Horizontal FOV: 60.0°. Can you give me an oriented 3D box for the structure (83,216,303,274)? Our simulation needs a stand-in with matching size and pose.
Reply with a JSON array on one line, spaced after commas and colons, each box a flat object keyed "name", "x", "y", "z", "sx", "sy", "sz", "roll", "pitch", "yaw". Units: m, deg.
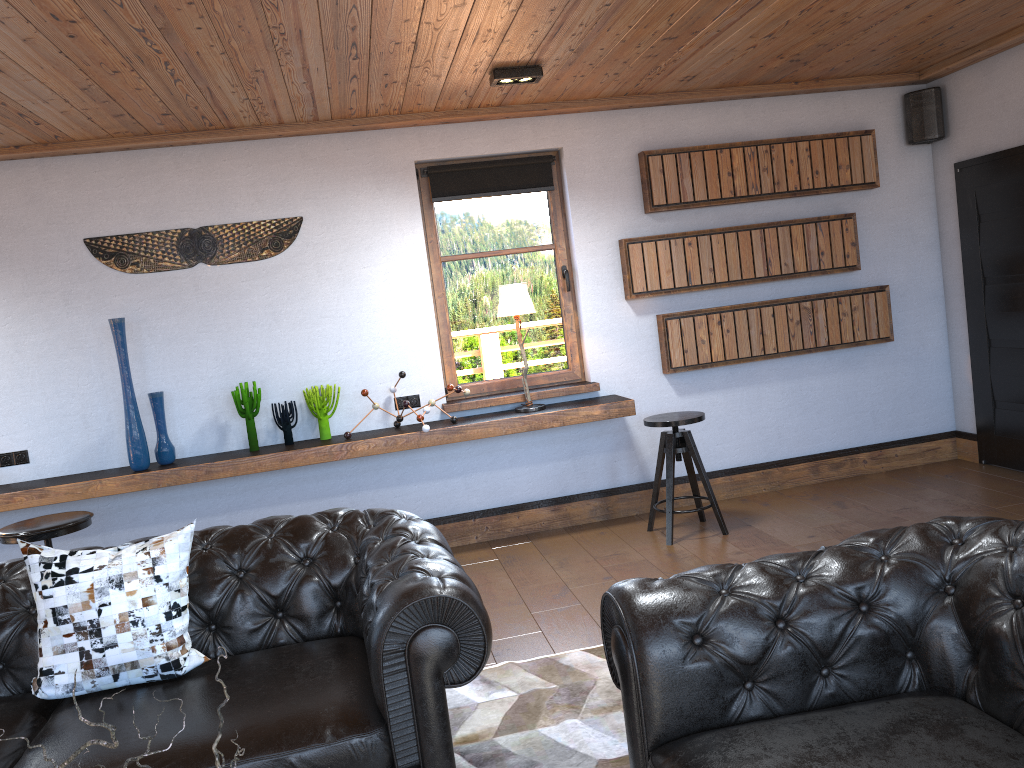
[{"name": "structure", "x": -1.857, "y": -0.810, "z": 5.228, "sx": 1.254, "sy": 0.239, "sz": 0.098, "roll": -8, "pitch": 5, "yaw": -11}]

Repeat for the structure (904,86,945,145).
[{"name": "structure", "x": 2.815, "y": -1.822, "z": 6.041, "sx": 0.214, "sy": 0.349, "sz": 0.213, "roll": -8, "pitch": 5, "yaw": -10}]

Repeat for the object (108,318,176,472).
[{"name": "object", "x": -2.099, "y": 0.049, "z": 5.032, "sx": 0.110, "sy": 0.861, "sz": 0.277, "roll": -4, "pitch": 6, "yaw": 36}]

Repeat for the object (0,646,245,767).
[{"name": "object", "x": -0.534, "y": 0.700, "z": 1.127, "sx": 0.620, "sy": 0.807, "sz": 0.407, "roll": -7, "pitch": 5, "yaw": 1}]

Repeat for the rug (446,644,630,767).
[{"name": "rug", "x": -0.717, "y": 1.354, "z": 2.349, "sx": 4.061, "sy": 0.053, "sz": 2.423, "roll": -8, "pitch": 5, "yaw": -10}]

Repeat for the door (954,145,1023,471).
[{"name": "door", "x": 3.200, "y": -0.437, "z": 5.578, "sx": 0.144, "sy": 2.053, "sz": 0.938, "roll": -8, "pitch": 5, "yaw": -9}]

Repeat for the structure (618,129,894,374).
[{"name": "structure", "x": 1.612, "y": -0.889, "z": 6.010, "sx": 1.861, "sy": 1.444, "sz": 0.319, "roll": -8, "pitch": 5, "yaw": -11}]

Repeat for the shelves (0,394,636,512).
[{"name": "shelves", "x": -2.548, "y": 0.508, "z": 5.083, "sx": 6.672, "sy": 0.988, "sz": 0.610, "roll": -8, "pitch": 5, "yaw": -10}]

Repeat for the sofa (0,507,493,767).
[{"name": "sofa", "x": -1.369, "y": 1.009, "z": 2.676, "sx": 2.578, "sy": 0.837, "sz": 1.234, "roll": -8, "pitch": 5, "yaw": -11}]

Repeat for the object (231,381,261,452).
[{"name": "object", "x": -1.543, "y": 0.194, "z": 5.217, "sx": 0.161, "sy": 0.410, "sz": 0.144, "roll": -11, "pitch": 6, "yaw": -41}]

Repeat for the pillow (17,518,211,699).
[{"name": "pillow", "x": -1.224, "y": 0.671, "z": 2.736, "sx": 0.530, "sy": 0.468, "sz": 0.282, "roll": -8, "pitch": 5, "yaw": -8}]

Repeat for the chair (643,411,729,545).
[{"name": "chair", "x": 1.006, "y": 0.549, "z": 5.289, "sx": 0.395, "sy": 0.720, "sz": 0.391, "roll": -8, "pitch": 5, "yaw": -10}]

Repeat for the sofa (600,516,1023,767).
[{"name": "sofa", "x": 1.051, "y": 0.844, "z": 1.187, "sx": 1.245, "sy": 0.837, "sz": 2.556, "roll": -8, "pitch": 5, "yaw": -10}]

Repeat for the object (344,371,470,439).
[{"name": "object", "x": -0.636, "y": 0.096, "z": 5.376, "sx": 0.642, "sy": 0.349, "sz": 0.525, "roll": -6, "pitch": 5, "yaw": 17}]

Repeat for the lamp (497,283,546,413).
[{"name": "lamp", "x": 0.035, "y": 0.106, "z": 5.717, "sx": 0.248, "sy": 1.480, "sz": 0.628, "roll": -9, "pitch": 5, "yaw": -18}]

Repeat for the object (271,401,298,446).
[{"name": "object", "x": -1.353, "y": 0.237, "z": 5.307, "sx": 0.131, "sy": 0.260, "sz": 0.122, "roll": -11, "pitch": 6, "yaw": -40}]

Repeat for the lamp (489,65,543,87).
[{"name": "lamp", "x": 0.020, "y": -1.613, "z": 4.625, "sx": 0.262, "sy": 0.068, "sz": 0.155, "roll": -8, "pitch": 5, "yaw": -10}]

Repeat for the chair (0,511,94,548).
[{"name": "chair", "x": -2.294, "y": 1.037, "z": 4.465, "sx": 0.442, "sy": 0.716, "sz": 0.440, "roll": -8, "pitch": 5, "yaw": -6}]

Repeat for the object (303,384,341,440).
[{"name": "object", "x": -1.143, "y": 0.171, "z": 5.359, "sx": 0.196, "sy": 0.332, "sz": 0.185, "roll": -3, "pitch": 6, "yaw": 39}]
